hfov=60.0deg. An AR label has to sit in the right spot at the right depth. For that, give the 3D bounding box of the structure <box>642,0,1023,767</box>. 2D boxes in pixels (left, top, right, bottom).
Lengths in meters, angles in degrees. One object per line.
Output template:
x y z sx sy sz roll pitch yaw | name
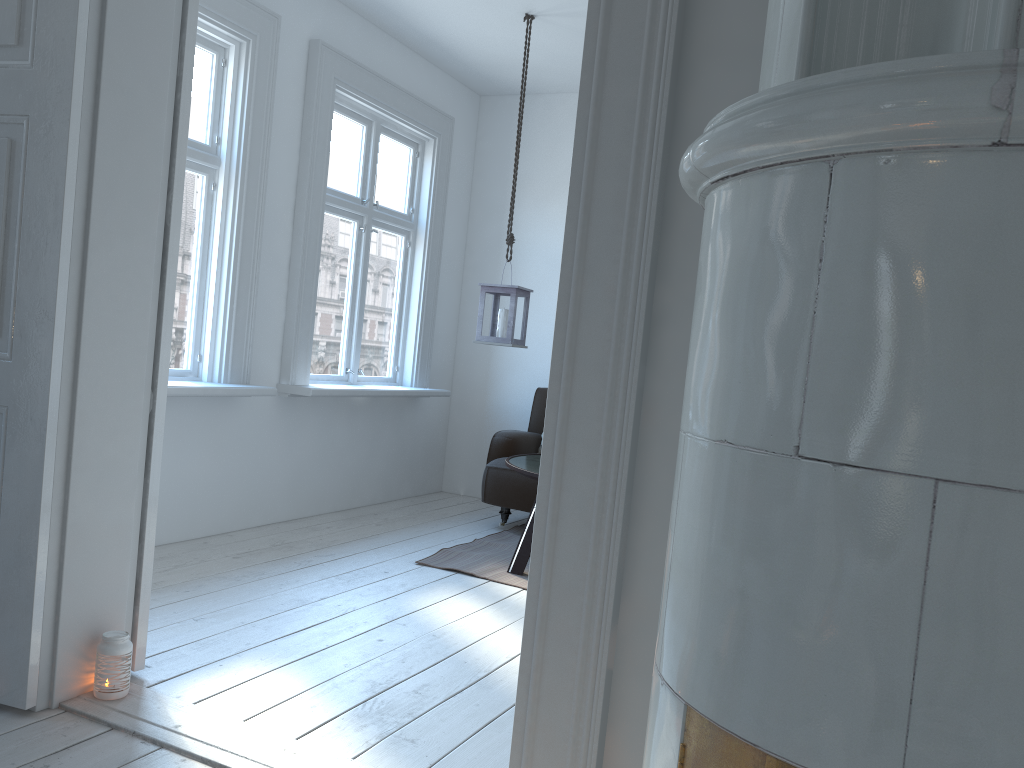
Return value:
0.402 -0.302 1.047 1.248 2.830 0.799 5 3 -20 | structure

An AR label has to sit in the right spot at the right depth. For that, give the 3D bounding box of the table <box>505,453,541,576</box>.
0.589 0.693 4.425 1.299 0.503 1.299 6 2 15 | table

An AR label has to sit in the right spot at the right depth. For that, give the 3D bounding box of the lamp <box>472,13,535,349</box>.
0.026 -1.082 4.721 0.228 1.763 0.228 7 3 22 | lamp

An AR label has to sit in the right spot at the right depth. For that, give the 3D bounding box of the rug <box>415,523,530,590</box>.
0.579 0.916 4.460 1.708 0.055 1.456 7 2 26 | rug

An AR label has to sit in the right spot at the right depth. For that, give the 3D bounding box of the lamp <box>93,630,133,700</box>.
-1.065 0.750 2.369 0.089 0.166 0.089 7 3 24 | lamp

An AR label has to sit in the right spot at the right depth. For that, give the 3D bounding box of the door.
-0.436 -0.339 2.044 2.596 2.507 0.577 7 3 25 | door

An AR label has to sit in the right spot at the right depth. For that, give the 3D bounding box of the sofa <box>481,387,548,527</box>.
0.950 0.533 5.127 2.163 0.825 0.969 7 2 25 | sofa

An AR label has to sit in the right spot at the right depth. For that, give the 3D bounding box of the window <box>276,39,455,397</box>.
-4.000 -3.737 29.816 27.730 15.033 51.290 7 2 25 | window

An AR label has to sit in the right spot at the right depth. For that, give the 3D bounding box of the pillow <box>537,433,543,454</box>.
0.414 0.298 5.500 0.519 0.367 0.239 7 3 25 | pillow

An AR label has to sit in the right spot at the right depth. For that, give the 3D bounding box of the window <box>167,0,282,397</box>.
-1.530 -0.867 3.681 0.375 1.847 1.456 7 3 25 | window
